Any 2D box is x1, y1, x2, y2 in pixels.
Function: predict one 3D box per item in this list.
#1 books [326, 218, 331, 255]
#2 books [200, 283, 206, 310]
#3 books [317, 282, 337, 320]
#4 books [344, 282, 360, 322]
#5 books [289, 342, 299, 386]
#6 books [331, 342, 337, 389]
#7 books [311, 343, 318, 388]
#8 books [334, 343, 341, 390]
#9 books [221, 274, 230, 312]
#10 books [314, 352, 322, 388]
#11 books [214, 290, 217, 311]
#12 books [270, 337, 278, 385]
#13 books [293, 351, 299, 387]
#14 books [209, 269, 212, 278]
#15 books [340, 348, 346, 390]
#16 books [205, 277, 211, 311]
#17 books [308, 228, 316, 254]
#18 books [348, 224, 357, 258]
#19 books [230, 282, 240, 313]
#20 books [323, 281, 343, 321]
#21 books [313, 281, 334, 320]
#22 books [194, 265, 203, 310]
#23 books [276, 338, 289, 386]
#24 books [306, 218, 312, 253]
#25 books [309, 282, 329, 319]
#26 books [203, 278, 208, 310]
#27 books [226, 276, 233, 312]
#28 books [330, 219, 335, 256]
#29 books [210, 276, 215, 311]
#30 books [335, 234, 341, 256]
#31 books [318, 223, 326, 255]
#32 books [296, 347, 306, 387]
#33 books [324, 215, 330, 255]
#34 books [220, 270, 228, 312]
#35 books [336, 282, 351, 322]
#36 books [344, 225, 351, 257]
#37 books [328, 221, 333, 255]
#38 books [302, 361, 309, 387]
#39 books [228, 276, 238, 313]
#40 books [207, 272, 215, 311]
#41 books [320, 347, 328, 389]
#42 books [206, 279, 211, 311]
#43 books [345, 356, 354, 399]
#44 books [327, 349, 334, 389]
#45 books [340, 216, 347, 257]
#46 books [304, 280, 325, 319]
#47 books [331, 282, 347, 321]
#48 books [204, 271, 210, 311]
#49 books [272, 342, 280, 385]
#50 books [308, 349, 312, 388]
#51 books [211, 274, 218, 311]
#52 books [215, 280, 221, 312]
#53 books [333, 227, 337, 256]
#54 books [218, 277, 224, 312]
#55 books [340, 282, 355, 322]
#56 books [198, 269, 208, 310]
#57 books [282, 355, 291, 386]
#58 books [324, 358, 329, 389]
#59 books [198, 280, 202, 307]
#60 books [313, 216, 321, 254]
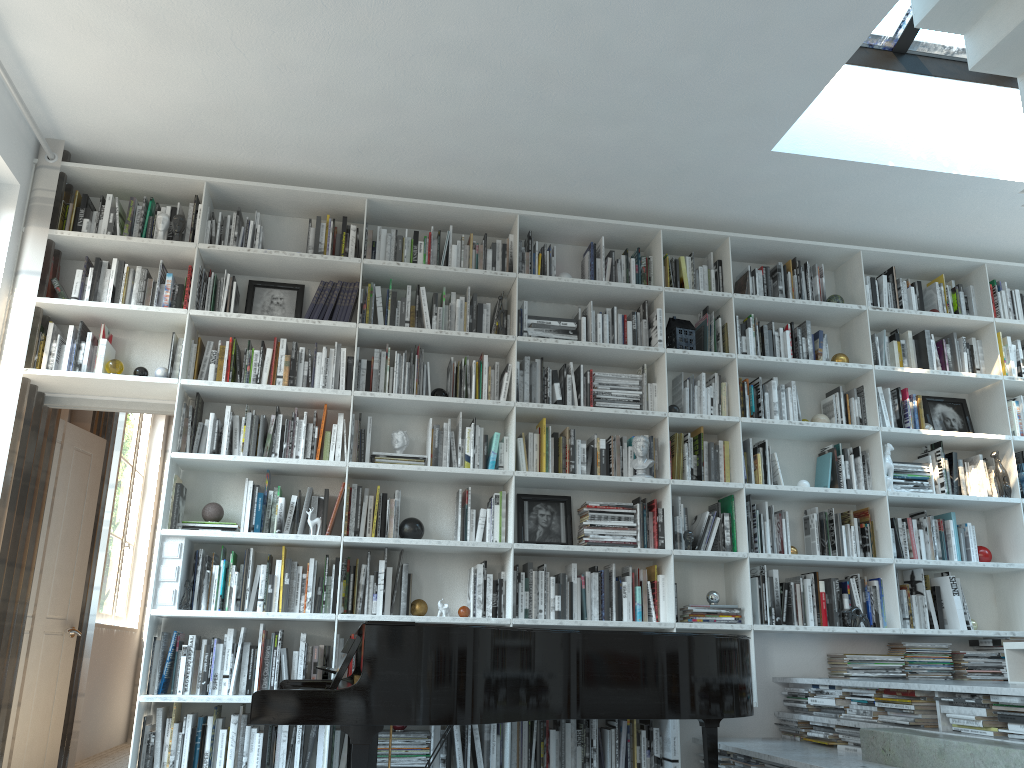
[{"bbox_3d":[-1.018,-0.753,4.921,0.013,0.282,0.167,4,-17,-10],"label":"books"},{"bbox_3d":[-1.630,-0.409,4.696,0.015,0.206,0.173,4,-17,-10],"label":"books"},{"bbox_3d":[-1.012,-0.395,4.825,0.110,0.278,0.174,4,-17,-10],"label":"books"},{"bbox_3d":[-0.880,-0.395,4.836,0.078,0.284,0.174,4,-17,-10],"label":"books"},{"bbox_3d":[-1.155,-0.063,4.690,0.025,0.285,0.161,4,-17,-10],"label":"books"},{"bbox_3d":[-0.943,-0.057,4.705,0.012,0.290,0.183,4,-17,-10],"label":"books"},{"bbox_3d":[-1.046,-0.056,4.697,0.012,0.280,0.188,4,-17,-10],"label":"books"},{"bbox_3d":[-0.929,-0.051,4.719,0.022,0.288,0.170,4,-17,-10],"label":"books"},{"bbox_3d":[-1.511,-0.432,4.707,0.023,0.257,0.184,4,-17,-10],"label":"books"},{"bbox_3d":[-1.025,-0.032,4.689,0.030,0.230,0.173,4,-17,-10],"label":"books"},{"bbox_3d":[-1.569,-0.404,4.726,0.012,0.214,0.132,4,-17,-10],"label":"books"},{"bbox_3d":[-1.255,-0.078,4.675,0.014,0.303,0.152,4,-17,-10],"label":"books"},{"bbox_3d":[-1.135,-0.039,4.675,0.013,0.231,0.172,4,-17,-10],"label":"books"},{"bbox_3d":[-1.609,-0.447,4.713,0.006,0.288,0.144,4,-17,-10],"label":"books"},{"bbox_3d":[-0.900,-0.038,4.717,0.035,0.263,0.178,4,-17,-10],"label":"books"},{"bbox_3d":[-1.600,-0.423,4.691,0.009,0.228,0.185,4,-17,-10],"label":"books"},{"bbox_3d":[-1.103,-0.729,4.892,0.028,0.217,0.153,4,-17,-10],"label":"books"},{"bbox_3d":[-0.890,-0.732,4.933,0.031,0.253,0.179,4,-17,-10],"label":"books"},{"bbox_3d":[-1.471,-0.408,4.707,0.012,0.213,0.186,4,-17,-10],"label":"books"},{"bbox_3d":[-0.979,-0.401,4.812,0.097,0.281,0.174,4,-17,-10],"label":"books"},{"bbox_3d":[-1.031,-0.402,4.804,0.110,0.278,0.174,4,-17,-10],"label":"books"},{"bbox_3d":[-1.651,-0.457,4.691,0.005,0.291,0.184,4,-17,-10],"label":"books"},{"bbox_3d":[-1.207,-0.073,4.658,0.030,0.285,0.186,4,-17,-10],"label":"books"},{"bbox_3d":[-1.125,-0.756,4.909,0.013,0.277,0.151,4,-17,-10],"label":"books"},{"bbox_3d":[-1.056,-0.398,4.817,0.110,0.278,0.174,4,-17,-10],"label":"books"},{"bbox_3d":[-1.620,-0.425,4.702,0.005,0.237,0.154,4,-17,-10],"label":"books"},{"bbox_3d":[-1.496,-0.424,4.717,0.011,0.249,0.168,4,-17,-10],"label":"books"},{"bbox_3d":[-0.995,-0.750,4.913,0.011,0.273,0.184,4,-17,-10],"label":"books"},{"bbox_3d":[-1.580,-0.427,4.710,0.010,0.248,0.166,4,-17,-10],"label":"books"},{"bbox_3d":[-0.965,-0.707,4.911,0.027,0.189,0.178,4,-17,-10],"label":"books"},{"bbox_3d":[-1.050,-0.742,4.900,0.028,0.248,0.156,4,-17,-10],"label":"books"},{"bbox_3d":[-1.117,-0.047,4.696,0.029,0.260,0.158,4,-17,-10],"label":"books"},{"bbox_3d":[-1.034,-0.767,4.938,0.014,0.319,0.137,4,-17,-10],"label":"books"},{"bbox_3d":[-1.526,-0.441,4.717,0.005,0.280,0.191,4,-17,-10],"label":"books"},{"bbox_3d":[-0.928,-0.393,4.846,0.078,0.284,0.174,4,-17,-10],"label":"books"},{"bbox_3d":[-0.919,-0.733,4.942,0.022,0.259,0.152,4,-17,-10],"label":"books"},{"bbox_3d":[-1.005,-0.746,4.909,0.010,0.262,0.157,4,-17,-10],"label":"books"},{"bbox_3d":[-1.093,-0.010,4.688,0.022,0.185,0.137,4,-17,-10],"label":"books"},{"bbox_3d":[-1.485,-0.426,4.719,0.012,0.254,0.167,4,-17,-10],"label":"books"},{"bbox_3d":[-1.588,-0.436,4.701,0.009,0.259,0.184,4,-17,-10],"label":"books"},{"bbox_3d":[-0.998,-0.045,4.698,0.022,0.262,0.175,4,-17,-10],"label":"books"},{"bbox_3d":[-1.592,-0.418,4.681,0.004,0.213,0.187,4,-17,-10],"label":"books"},{"bbox_3d":[-0.860,-0.013,4.691,0.039,0.201,0.236,4,-17,-10],"label":"books"},{"bbox_3d":[-0.966,-0.038,4.725,0.024,0.265,0.155,4,-17,-10],"label":"books"},{"bbox_3d":[-0.937,-0.759,4.921,0.025,0.296,0.164,4,-17,-10],"label":"books"},{"bbox_3d":[-1.077,-0.402,4.805,0.110,0.278,0.174,4,-17,-10],"label":"books"},{"bbox_3d":[-0.950,-0.396,4.837,0.078,0.284,0.174,4,-17,-10],"label":"books"},{"bbox_3d":[-1.614,-0.443,4.708,0.005,0.276,0.147,4,-17,-10],"label":"books"},{"bbox_3d":[-1.234,-0.067,4.656,0.023,0.270,0.187,4,-17,-10],"label":"books"},{"bbox_3d":[-1.072,-0.042,4.707,0.035,0.259,0.131,4,-17,-10],"label":"books"},{"bbox_3d":[-1.569,-0.431,4.690,0.004,0.245,0.189,4,-17,-10],"label":"books"},{"bbox_3d":[-1.548,-0.415,4.695,0.018,0.218,0.187,4,-17,-10],"label":"books"},{"bbox_3d":[-0.989,-0.731,4.940,0.013,0.253,0.129,4,-17,-10],"label":"books"},{"bbox_3d":[-1.538,-0.423,4.711,0.019,0.243,0.154,4,-17,-10],"label":"books"},{"bbox_3d":[-0.905,-0.392,4.845,0.078,0.284,0.174,4,-17,-10],"label":"books"},{"bbox_3d":[-1.639,-0.450,4.702,0.006,0.286,0.149,4,-17,-10],"label":"books"},{"bbox_3d":[-1.178,-0.029,4.646,0.029,0.194,0.192,4,-17,-10],"label":"books"},{"bbox_3d":[-0.984,-0.013,4.705,0.013,0.205,0.173,4,-17,-10],"label":"books"},{"bbox_3d":[-1.652,-0.418,4.715,0.006,0.232,0.136,4,-17,-10],"label":"books"},{"bbox_3d":[-1.076,-0.758,4.901,0.024,0.279,0.188,4,-17,-10],"label":"books"}]
